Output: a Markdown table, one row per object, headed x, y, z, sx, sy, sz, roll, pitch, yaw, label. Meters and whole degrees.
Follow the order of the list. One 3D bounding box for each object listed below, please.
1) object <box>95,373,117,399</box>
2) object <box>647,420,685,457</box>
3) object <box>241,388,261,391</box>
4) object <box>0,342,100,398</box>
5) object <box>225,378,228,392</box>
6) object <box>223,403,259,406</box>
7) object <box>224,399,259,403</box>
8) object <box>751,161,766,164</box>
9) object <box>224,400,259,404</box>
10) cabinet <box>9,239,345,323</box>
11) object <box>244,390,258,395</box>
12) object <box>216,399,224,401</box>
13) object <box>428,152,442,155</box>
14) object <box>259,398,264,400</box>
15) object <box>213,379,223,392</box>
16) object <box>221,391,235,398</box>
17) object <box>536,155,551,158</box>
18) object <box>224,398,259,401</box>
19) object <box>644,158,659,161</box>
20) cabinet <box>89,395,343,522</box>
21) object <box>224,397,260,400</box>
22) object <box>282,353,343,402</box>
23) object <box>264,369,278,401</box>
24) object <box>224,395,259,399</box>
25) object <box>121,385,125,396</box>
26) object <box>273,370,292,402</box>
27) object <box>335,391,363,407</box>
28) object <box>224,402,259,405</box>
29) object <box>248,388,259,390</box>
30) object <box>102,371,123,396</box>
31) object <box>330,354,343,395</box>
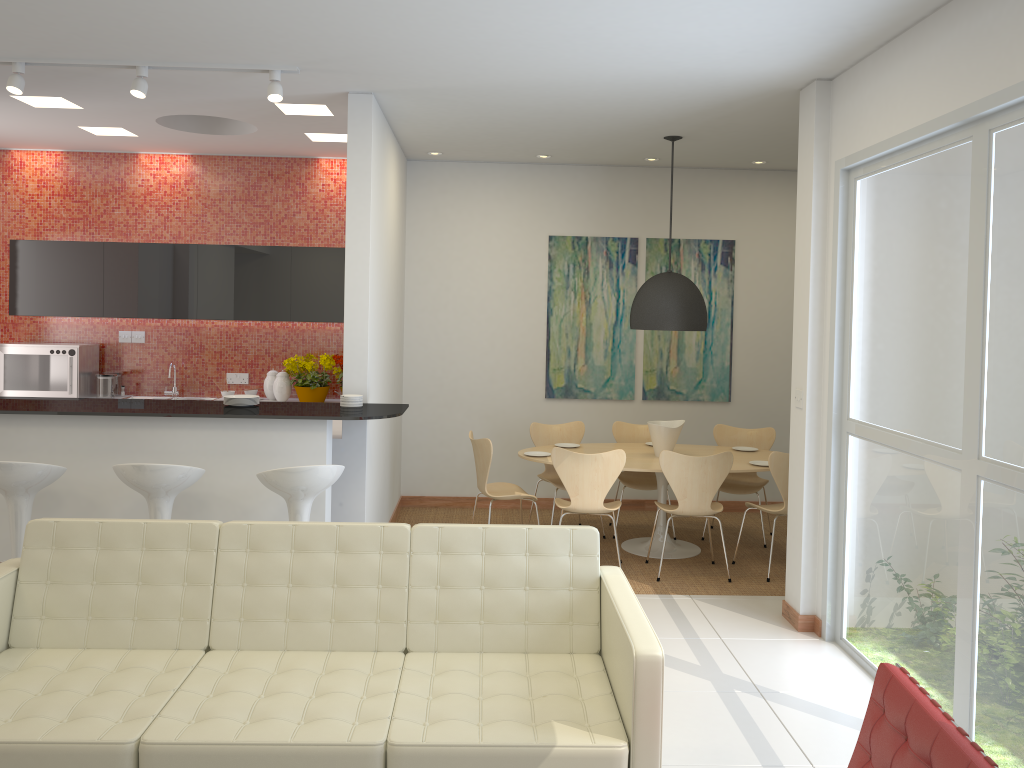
| x | y | z | sx | sy | sz | roll | pitch | yaw | label |
| --- | --- | --- | --- | --- | --- | --- | --- | --- | --- |
| -3.556 | 0.020 | 7.756 | 0.172 | 0.215 | 0.172 | 2 | 3 | 17 | object |
| 1.190 | 0.421 | 6.902 | 0.271 | 0.279 | 0.261 | 3 | 3 | 34 | object |
| -2.330 | 0.051 | 7.907 | 0.008 | 0.009 | 0.234 | 3 | 5 | 27 | object |
| -4.088 | -0.119 | 7.785 | 0.722 | 0.470 | 0.436 | 1 | 3 | -2 | object |
| -2.510 | 0.046 | 7.812 | 0.009 | 0.195 | 0.140 | 0 | 2 | -32 | object |
| -1.652 | 0.124 | 5.406 | 0.210 | 0.015 | 0.210 | 5 | 6 | 42 | object |
| -1.651 | 0.103 | 5.406 | 0.210 | 0.015 | 0.210 | 5 | 6 | 42 | object |
| 2.191 | -1.965 | 7.857 | 0.129 | 0.010 | 0.129 | 6 | 6 | 43 | object |
| -1.651 | 0.110 | 5.406 | 0.210 | 0.015 | 0.210 | 5 | 6 | 42 | object |
| -2.752 | -0.907 | 7.909 | 3.242 | 0.659 | 0.352 | 1 | 2 | -2 | cabinet |
| -2.338 | 0.096 | 7.928 | 0.121 | 0.084 | 0.121 | -1 | 4 | -37 | object |
| -2.491 | 0.146 | 7.760 | 0.219 | 0.014 | 0.219 | 5 | 6 | 38 | object |
| -0.677 | -2.022 | 7.767 | 0.129 | 0.010 | 0.129 | 6 | 6 | 43 | object |
| -2.339 | 0.135 | 7.928 | 0.218 | 0.014 | 0.219 | 2 | 5 | 3 | object |
| -2.553 | 0.050 | 7.764 | 0.164 | 0.177 | 0.011 | 2 | 1 | 12 | object |
| -2.490 | 0.106 | 7.759 | 0.121 | 0.084 | 0.121 | 2 | 4 | 18 | object |
| 0.279 | -2.003 | 7.797 | 0.129 | 0.010 | 0.129 | 6 | 6 | 43 | object |
| -1.651 | 0.096 | 5.405 | 0.210 | 0.015 | 0.210 | 5 | 6 | 42 | object |
| 1.235 | -1.984 | 7.827 | 0.129 | 0.010 | 0.129 | 6 | 6 | 43 | object |
| -2.799 | 0.709 | 6.881 | 3.334 | 0.983 | 2.501 | 1 | 4 | -2 | cabinet |
| -1.651 | 0.089 | 5.405 | 0.210 | 0.015 | 0.210 | 5 | 6 | 42 | object |
| -1.759 | -0.063 | 7.787 | 0.522 | 0.448 | 0.504 | 1 | 3 | 1 | object |
| -2.141 | 0.005 | 7.928 | 0.159 | 0.283 | 0.160 | 0 | 3 | -40 | object |
| -1.651 | 0.082 | 5.405 | 0.210 | 0.015 | 0.210 | 5 | 6 | 42 | object |
| -3.478 | 0.060 | 7.916 | 0.037 | 0.092 | 0.037 | 1 | 2 | -2 | object |
| -2.017 | 0.019 | 7.783 | 0.159 | 0.283 | 0.160 | 0 | 3 | -40 | object |
| -1.016 | 0.086 | 5.513 | 0.173 | 0.097 | 0.140 | 1 | 4 | -9 | object |
| -1.651 | 0.117 | 5.406 | 0.210 | 0.015 | 0.210 | 5 | 6 | 42 | object |
| -2.336 | 0.049 | 7.935 | 0.008 | 0.009 | 0.234 | 2 | 5 | 22 | object |
| -3.603 | 0.000 | 7.987 | 0.172 | 0.215 | 0.172 | 2 | 3 | 17 | object |
| -1.339 | -0.055 | 7.804 | 0.503 | 0.448 | 0.524 | 0 | 3 | -22 | object |
